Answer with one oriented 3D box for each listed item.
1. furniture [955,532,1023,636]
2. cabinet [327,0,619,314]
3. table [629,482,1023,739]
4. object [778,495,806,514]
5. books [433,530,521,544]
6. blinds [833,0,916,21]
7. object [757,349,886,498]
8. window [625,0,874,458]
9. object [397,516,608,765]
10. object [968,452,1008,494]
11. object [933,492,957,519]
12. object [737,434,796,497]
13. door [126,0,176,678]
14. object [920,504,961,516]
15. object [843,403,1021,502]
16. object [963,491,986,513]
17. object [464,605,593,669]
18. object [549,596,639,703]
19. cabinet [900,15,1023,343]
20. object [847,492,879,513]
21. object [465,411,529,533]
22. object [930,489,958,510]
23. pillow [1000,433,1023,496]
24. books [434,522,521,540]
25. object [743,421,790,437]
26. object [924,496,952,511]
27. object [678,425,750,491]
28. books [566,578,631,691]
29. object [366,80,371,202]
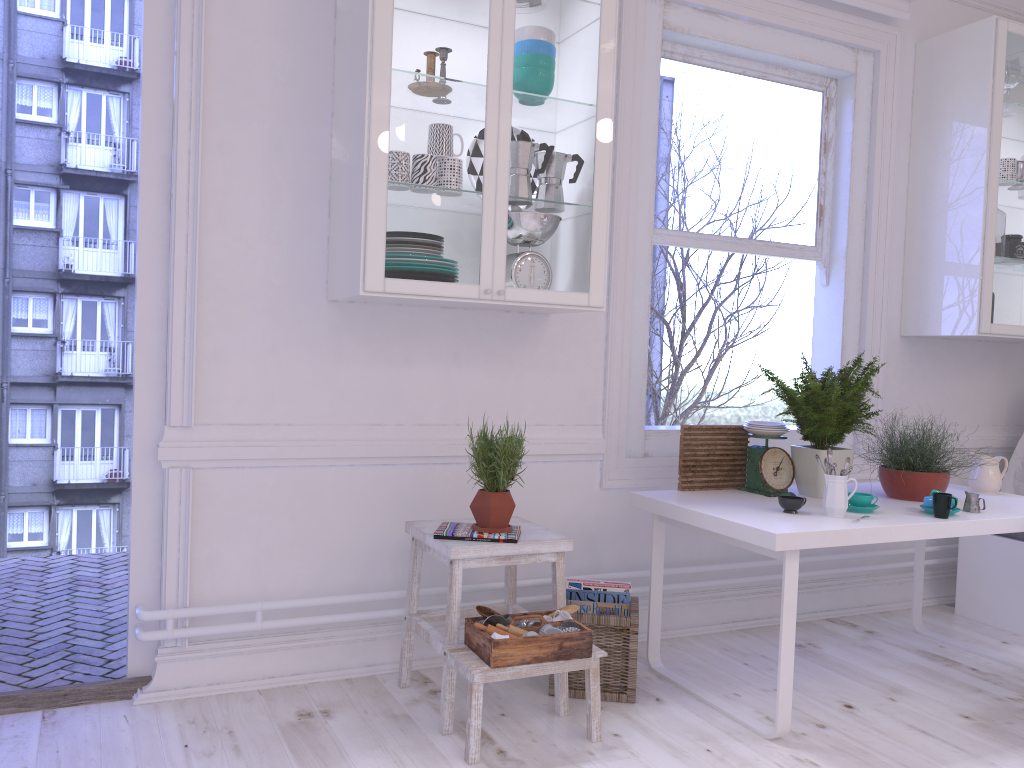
[{"bbox_3d":[2.994,0.858,2.629,0.769,0.508,3.296,1,2,-26],"label":"furniture"},{"bbox_3d":[-0.115,-0.910,2.856,0.823,1.311,0.425,1,2,-26],"label":"cabinet"},{"bbox_3d":[1.239,0.718,3.105,1.514,0.619,0.736,1,2,-26],"label":"table"},{"bbox_3d":[0.879,0.380,2.790,0.082,0.048,0.079,3,2,24],"label":"object"},{"bbox_3d":[-0.100,0.450,2.670,0.246,0.011,0.180,2,2,4],"label":"books"},{"bbox_3d":[1.085,-1.652,3.558,1.451,0.131,0.136,1,2,-26],"label":"blinds"},{"bbox_3d":[1.108,0.137,3.149,0.438,0.527,0.368,1,2,-26],"label":"object"},{"bbox_3d":[0.972,-0.593,3.768,1.234,1.782,0.181,1,2,-26],"label":"window"},{"bbox_3d":[-0.047,0.725,2.674,0.418,0.534,0.599,1,2,-26],"label":"object"},{"bbox_3d":[1.837,0.345,3.435,0.127,0.152,0.115,0,3,-43],"label":"object"},{"bbox_3d":[1.357,0.384,2.793,0.055,0.077,0.070,2,2,0],"label":"object"},{"bbox_3d":[0.922,0.290,3.196,0.159,0.208,0.185,1,2,-26],"label":"object"},{"bbox_3d":[-1.732,-0.324,2.969,1.009,2.474,1.021,1,2,-26],"label":"door"},{"bbox_3d":[1.390,0.411,2.880,0.121,0.021,0.121,3,2,15],"label":"object"},{"bbox_3d":[1.468,0.247,3.219,0.668,0.367,0.531,2,2,-1],"label":"object"},{"bbox_3d":[1.534,0.391,2.948,0.066,0.067,0.052,1,2,-25],"label":"object"},{"bbox_3d":[0.058,0.694,2.493,0.358,0.110,0.211,1,2,-23],"label":"object"},{"bbox_3d":[0.275,0.862,2.934,0.276,0.270,0.276,2,2,8],"label":"object"},{"bbox_3d":[2.247,-0.855,3.987,0.823,1.311,0.425,1,2,-26],"label":"cabinet"},{"bbox_3d":[1.125,0.384,2.872,0.121,0.055,0.121,3,2,15],"label":"object"},{"bbox_3d":[-0.041,0.255,2.677,0.196,0.367,0.186,3,2,19],"label":"object"},{"bbox_3d":[1.407,0.379,2.896,0.082,0.059,0.069,4,3,42],"label":"object"},{"bbox_3d":[2.621,0.257,4.043,0.677,0.642,0.374,4,2,35],"label":"pillow"},{"bbox_3d":[-0.100,0.441,2.670,0.246,0.007,0.180,2,2,4],"label":"books"},{"bbox_3d":[0.918,0.163,3.199,0.164,0.047,0.163,3,2,24],"label":"object"},{"bbox_3d":[1.379,0.385,2.869,0.080,0.058,0.069,4,2,37],"label":"object"},{"bbox_3d":[0.736,0.267,3.224,0.294,0.237,0.028,1,2,-26],"label":"object"},{"bbox_3d":[0.279,0.828,2.946,0.221,0.306,0.205,2,2,8],"label":"books"},{"bbox_3d":[-0.125,-0.911,2.875,0.811,0.651,0.376,1,2,-26],"label":"object"}]
